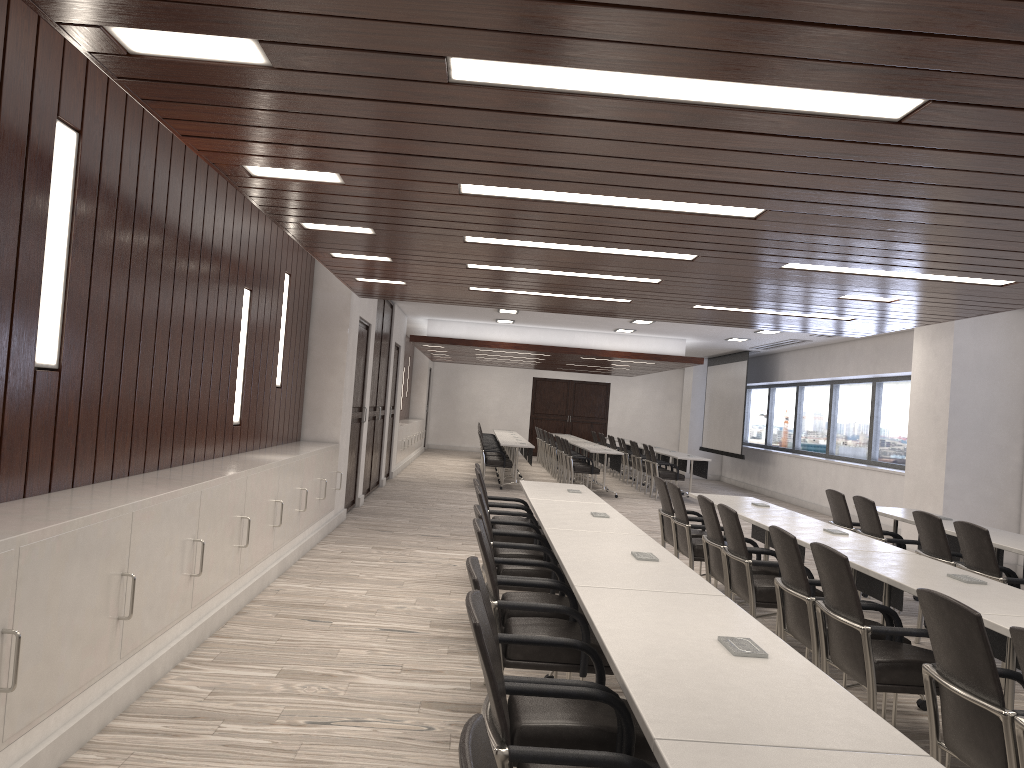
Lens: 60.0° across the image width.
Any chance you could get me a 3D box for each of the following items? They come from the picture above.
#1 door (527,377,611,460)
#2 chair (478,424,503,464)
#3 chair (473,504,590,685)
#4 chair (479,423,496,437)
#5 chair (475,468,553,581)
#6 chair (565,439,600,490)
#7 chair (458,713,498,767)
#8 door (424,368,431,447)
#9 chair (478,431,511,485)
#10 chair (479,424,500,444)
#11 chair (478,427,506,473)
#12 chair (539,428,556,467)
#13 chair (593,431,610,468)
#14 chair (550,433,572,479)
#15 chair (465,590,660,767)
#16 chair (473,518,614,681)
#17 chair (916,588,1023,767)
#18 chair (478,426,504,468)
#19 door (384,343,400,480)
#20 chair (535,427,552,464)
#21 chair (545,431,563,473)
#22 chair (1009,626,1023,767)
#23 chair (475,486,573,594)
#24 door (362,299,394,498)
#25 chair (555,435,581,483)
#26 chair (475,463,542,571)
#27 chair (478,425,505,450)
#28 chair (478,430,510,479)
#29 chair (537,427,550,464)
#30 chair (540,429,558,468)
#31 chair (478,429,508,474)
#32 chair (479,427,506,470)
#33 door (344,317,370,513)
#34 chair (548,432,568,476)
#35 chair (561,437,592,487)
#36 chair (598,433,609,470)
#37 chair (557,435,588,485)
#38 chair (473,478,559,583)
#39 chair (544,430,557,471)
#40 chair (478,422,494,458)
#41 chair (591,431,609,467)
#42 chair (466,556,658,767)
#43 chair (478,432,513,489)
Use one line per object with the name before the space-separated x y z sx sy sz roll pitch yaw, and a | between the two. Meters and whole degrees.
door | 1.696 1.041 26.406 2.329 2.323 0.200 4 -1 -2
chair | -0.540 1.462 21.504 0.638 0.939 0.513 4 -1 -3
chair | 0.095 1.084 4.336 0.638 0.939 0.513 4 -1 -3
chair | -0.588 1.496 23.023 0.638 0.939 0.513 4 -1 -2
chair | -0.004 1.139 6.850 0.638 0.939 0.513 4 -1 -3
chair | 1.202 1.445 15.476 0.638 0.939 0.513 4 -1 -2
chair | 0.205 1.017 1.306 0.638 0.939 0.513 4 -1 -3
door | -2.457 0.694 25.103 0.200 2.323 1.163 4 -1 -2
chair | -0.334 1.340 15.945 0.638 0.939 0.513 4 -1 -3
chair | -0.560 1.474 22.029 0.638 0.939 0.513 4 -1 -2
chair | -0.432 1.395 18.457 0.638 0.939 0.513 4 -1 -1
chair | 0.965 1.591 22.083 0.638 0.939 0.513 4 -1 -1
chair | 2.405 1.726 23.129 0.638 0.939 0.513 4 -1 -1
chair | 1.085 1.511 18.518 0.638 0.939 0.513 4 -1 -2
chair | 0.163 1.038 2.285 0.638 0.939 0.513 4 -1 -2
chair | 0.114 1.072 3.805 0.638 0.939 0.513 4 -1 -1
chair | 1.657 1.166 2.862 0.638 0.939 0.513 4 -1 -2
chair | -0.490 1.428 19.982 0.638 0.939 0.513 4 -1 -2
door | -2.091 0.471 15.030 0.200 2.323 1.163 4 -1 -2
chair | 0.896 1.623 23.600 0.638 0.939 0.513 4 -1 -3
chair | 1.026 1.545 20.041 0.638 0.939 0.513 4 -1 -2
chair | 1.685 1.155 2.343 0.638 0.939 0.513 4 -1 -2
chair | 0.060 1.106 5.330 0.638 0.939 0.513 4 -1 -2
door | -1.992 0.142 12.906 0.200 2.889 2.327 4 -1 -2
chair | 1.131 1.490 17.517 0.638 0.939 0.513 4 -1 -2
chair | -0.024 1.150 7.380 0.638 0.939 0.513 4 -1 -2
chair | -0.493 1.441 20.507 0.638 0.939 0.513 4 -1 -3
chair | -0.368 1.362 16.947 0.638 0.939 0.513 4 -1 -2
chair | 0.932 1.613 23.083 0.638 0.939 0.513 4 -1 -2
chair | 0.976 1.579 21.564 0.638 0.939 0.513 4 -1 -2
chair | -0.387 1.374 17.479 0.638 0.939 0.513 4 -1 -1
chair | -0.444 1.407 18.976 0.638 0.939 0.513 4 -1 -2
door | -1.936 0.377 10.764 0.200 2.323 1.163 4 -1 -2
chair | 1.063 1.522 19.034 0.638 0.939 0.513 4 -1 -1
chair | 1.170 1.455 16.008 0.638 0.939 0.513 4 -1 -3
chair | 2.444 1.704 22.140 0.638 0.939 0.513 4 -1 -2
chair | 1.149 1.478 16.998 0.638 0.939 0.513 4 -1 -3
chair | 0.027 1.116 5.849 0.638 0.939 0.513 4 -1 -3
chair | 1.017 1.557 20.565 0.638 0.939 0.513 4 -1 -2
chair | -0.610 1.508 23.547 0.638 0.939 0.513 4 -1 -2
chair | 2.395 1.738 23.650 0.638 0.939 0.513 4 -1 -2
chair | 0.137 1.049 2.819 0.638 0.939 0.513 4 -1 -2
chair | -0.306 1.329 15.423 0.638 0.939 0.513 4 -1 -1
